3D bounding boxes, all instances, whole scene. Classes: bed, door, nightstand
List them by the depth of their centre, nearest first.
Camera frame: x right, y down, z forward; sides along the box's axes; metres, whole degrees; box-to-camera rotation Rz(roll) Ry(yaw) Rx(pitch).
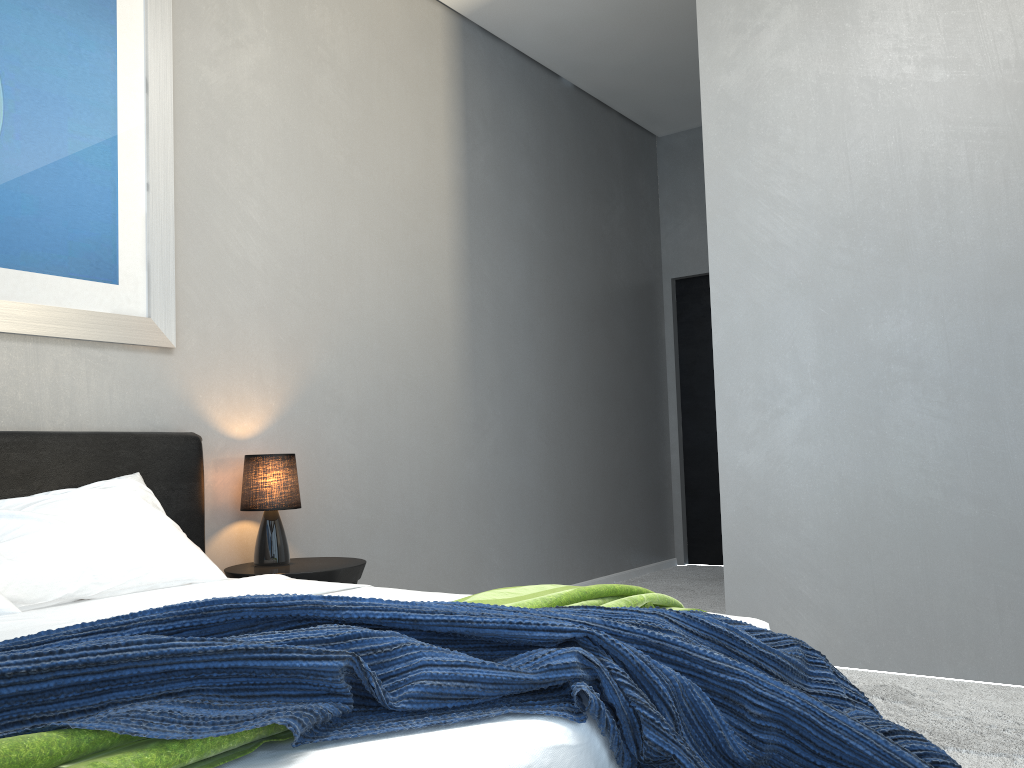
[{"bbox_3d":[-0.642,0.489,1.596,2.619,0.932,2.757,-5,-6,35],"label":"bed"},{"bbox_3d":[-0.767,0.869,3.172,0.497,0.439,0.497,0,-5,-26],"label":"nightstand"},{"bbox_3d":[1.775,0.177,5.589,0.677,2.047,1.830,-1,-4,-14],"label":"door"}]

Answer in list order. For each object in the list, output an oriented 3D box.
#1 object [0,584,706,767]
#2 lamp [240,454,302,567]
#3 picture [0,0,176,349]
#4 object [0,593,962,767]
[{"bbox_3d":[-0.256,0.526,1.315,0.646,0.342,2.304,-5,-6,34],"label":"object"},{"bbox_3d":[-0.877,0.456,3.228,0.219,0.399,0.209,-3,-4,16],"label":"lamp"},{"bbox_3d":[-1.729,-0.866,2.414,0.025,1.398,1.801,-4,-5,35],"label":"picture"},{"bbox_3d":[-0.267,0.569,1.124,2.153,0.567,0.686,-1,-4,-13],"label":"object"}]
